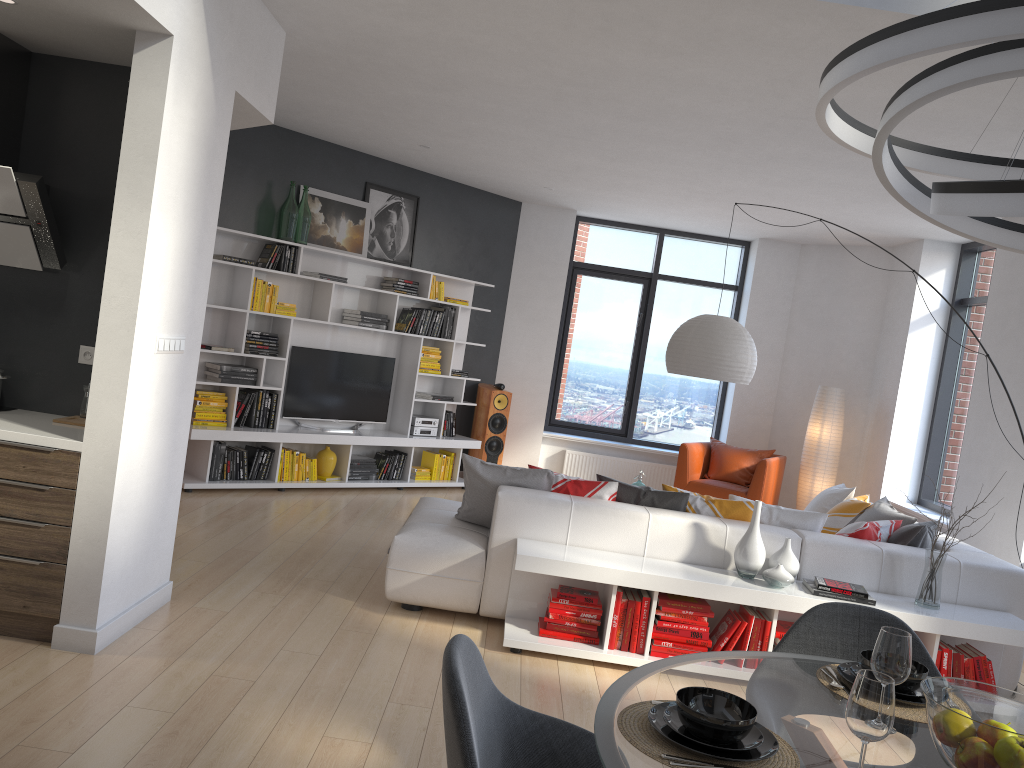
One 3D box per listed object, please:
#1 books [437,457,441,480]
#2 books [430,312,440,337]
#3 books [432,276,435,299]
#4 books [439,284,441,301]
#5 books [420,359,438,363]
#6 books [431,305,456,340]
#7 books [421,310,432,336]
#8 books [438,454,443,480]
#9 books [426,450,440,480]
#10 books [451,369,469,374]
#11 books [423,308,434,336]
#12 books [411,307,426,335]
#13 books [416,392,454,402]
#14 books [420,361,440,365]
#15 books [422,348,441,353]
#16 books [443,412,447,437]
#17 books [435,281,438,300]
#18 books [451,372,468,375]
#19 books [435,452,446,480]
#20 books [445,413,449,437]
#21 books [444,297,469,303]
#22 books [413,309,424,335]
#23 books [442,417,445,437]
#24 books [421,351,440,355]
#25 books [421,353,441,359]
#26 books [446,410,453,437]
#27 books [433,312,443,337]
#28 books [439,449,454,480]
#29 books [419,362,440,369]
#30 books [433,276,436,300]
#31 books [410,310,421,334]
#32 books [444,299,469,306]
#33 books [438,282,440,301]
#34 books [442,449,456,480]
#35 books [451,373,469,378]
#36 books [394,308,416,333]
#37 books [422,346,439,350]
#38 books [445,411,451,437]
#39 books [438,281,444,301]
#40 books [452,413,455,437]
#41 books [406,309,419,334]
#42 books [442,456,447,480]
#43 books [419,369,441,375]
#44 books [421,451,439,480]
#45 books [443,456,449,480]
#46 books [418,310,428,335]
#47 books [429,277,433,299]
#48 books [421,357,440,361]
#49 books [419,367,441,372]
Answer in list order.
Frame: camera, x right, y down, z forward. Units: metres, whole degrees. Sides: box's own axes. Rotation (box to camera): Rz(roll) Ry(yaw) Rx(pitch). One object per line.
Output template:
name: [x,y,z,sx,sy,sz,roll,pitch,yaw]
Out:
books: [-0.764,0.815,8.683,0.024,0.229,0.156,6,4,-45]
books: [-0.791,-0.578,8.513,0.179,0.243,0.071,11,4,44]
books: [-0.805,-0.921,8.416,0.163,0.224,0.041,11,4,43]
books: [-0.717,-0.877,8.464,0.108,0.161,0.046,11,4,44]
books: [-0.846,-0.234,8.574,0.217,0.023,0.145,6,3,-41]
books: [-0.694,-0.604,8.659,0.128,0.321,0.259,6,4,-45]
books: [-0.874,-0.591,8.450,0.084,0.249,0.191,6,4,-45]
books: [-0.760,0.801,8.710,0.019,0.251,0.180,6,4,-45]
books: [-0.789,0.794,8.684,0.015,0.263,0.199,6,4,-45]
books: [-0.565,-0.132,8.822,0.213,0.023,0.161,6,3,-41]
books: [-0.850,-0.593,8.474,0.066,0.260,0.197,6,4,-45]
books: [-0.920,-0.598,8.406,0.192,0.254,0.075,11,4,44]
books: [-0.762,0.123,8.718,0.250,0.047,0.310,11,3,41]
books: [-0.856,-0.218,8.595,0.251,0.014,0.189,6,3,-42]
books: [-0.824,-0.329,8.596,0.223,0.023,0.163,6,3,-41]
books: [-0.718,0.388,8.779,0.053,0.240,0.189,6,4,-44]
books: [-0.756,-0.893,8.450,0.054,0.180,0.132,6,4,-45]
books: [-0.559,-0.111,8.810,0.142,0.015,0.198,11,4,44]
books: [-0.739,0.804,8.728,0.035,0.250,0.185,6,4,-45]
books: [-0.697,0.392,8.791,0.049,0.236,0.170,6,4,-44]
books: [-0.588,-0.827,8.690,0.257,0.024,0.203,6,3,-42]
books: [-0.919,-0.589,8.371,0.069,0.242,0.172,6,4,-44]
books: [-0.741,0.370,8.758,0.053,0.268,0.202,6,4,-45]
books: [-0.835,-0.308,8.594,0.227,0.022,0.160,7,3,-29]
books: [-0.834,-0.279,8.598,0.239,0.033,0.176,6,3,-42]
books: [-0.662,0.386,8.829,0.066,0.255,0.193,6,4,-45]
books: [-0.771,-0.580,8.548,0.084,0.249,0.191,6,4,-45]
books: [-0.667,0.802,8.809,0.029,0.270,0.204,6,4,-45]
books: [-0.848,-0.188,8.588,0.243,0.042,0.189,6,4,-45]
books: [-0.790,-0.920,8.443,0.164,0.224,0.054,11,4,44]
books: [-0.953,-0.590,8.356,0.169,0.233,0.081,11,4,44]
books: [-0.584,-0.800,8.687,0.257,0.028,0.194,6,3,-40]
books: [-0.737,-0.890,8.459,0.044,0.178,0.128,6,4,-45]
books: [-0.654,0.803,8.834,0.025,0.270,0.213,6,4,-45]
books: [-0.559,-0.092,8.810,0.213,0.023,0.161,6,3,-41]
books: [-1.005,-0.597,8.317,0.104,0.234,0.182,6,4,-45]
books: [-0.843,-0.356,8.604,0.223,0.023,0.163,6,3,-41]
books: [-0.675,0.391,8.801,0.050,0.242,0.169,6,4,-45]
books: [-0.709,-0.890,8.491,0.064,0.184,0.141,6,4,-44]
books: [-0.636,0.395,8.845,0.066,0.242,0.177,6,4,-45]
books: [-0.985,-0.594,8.344,0.096,0.234,0.187,6,4,-44]
books: [-0.721,0.812,8.750,0.023,0.239,0.169,6,4,-45]
books: [-0.847,-0.128,8.583,0.257,0.028,0.194,6,3,-40]
books: [-0.809,0.794,8.661,0.044,0.255,0.198,6,4,-45]
books: [-0.702,0.816,8.765,0.024,0.234,0.172,6,4,-45]
books: [-0.898,-0.588,8.420,0.179,0.243,0.068,11,4,44]
books: [-0.808,-0.922,8.386,0.161,0.229,0.041,11,4,44]
books: [-0.846,-0.255,8.594,0.239,0.019,0.171,6,4,-45]
books: [-0.851,-0.155,8.586,0.257,0.024,0.203,6,3,-42]
